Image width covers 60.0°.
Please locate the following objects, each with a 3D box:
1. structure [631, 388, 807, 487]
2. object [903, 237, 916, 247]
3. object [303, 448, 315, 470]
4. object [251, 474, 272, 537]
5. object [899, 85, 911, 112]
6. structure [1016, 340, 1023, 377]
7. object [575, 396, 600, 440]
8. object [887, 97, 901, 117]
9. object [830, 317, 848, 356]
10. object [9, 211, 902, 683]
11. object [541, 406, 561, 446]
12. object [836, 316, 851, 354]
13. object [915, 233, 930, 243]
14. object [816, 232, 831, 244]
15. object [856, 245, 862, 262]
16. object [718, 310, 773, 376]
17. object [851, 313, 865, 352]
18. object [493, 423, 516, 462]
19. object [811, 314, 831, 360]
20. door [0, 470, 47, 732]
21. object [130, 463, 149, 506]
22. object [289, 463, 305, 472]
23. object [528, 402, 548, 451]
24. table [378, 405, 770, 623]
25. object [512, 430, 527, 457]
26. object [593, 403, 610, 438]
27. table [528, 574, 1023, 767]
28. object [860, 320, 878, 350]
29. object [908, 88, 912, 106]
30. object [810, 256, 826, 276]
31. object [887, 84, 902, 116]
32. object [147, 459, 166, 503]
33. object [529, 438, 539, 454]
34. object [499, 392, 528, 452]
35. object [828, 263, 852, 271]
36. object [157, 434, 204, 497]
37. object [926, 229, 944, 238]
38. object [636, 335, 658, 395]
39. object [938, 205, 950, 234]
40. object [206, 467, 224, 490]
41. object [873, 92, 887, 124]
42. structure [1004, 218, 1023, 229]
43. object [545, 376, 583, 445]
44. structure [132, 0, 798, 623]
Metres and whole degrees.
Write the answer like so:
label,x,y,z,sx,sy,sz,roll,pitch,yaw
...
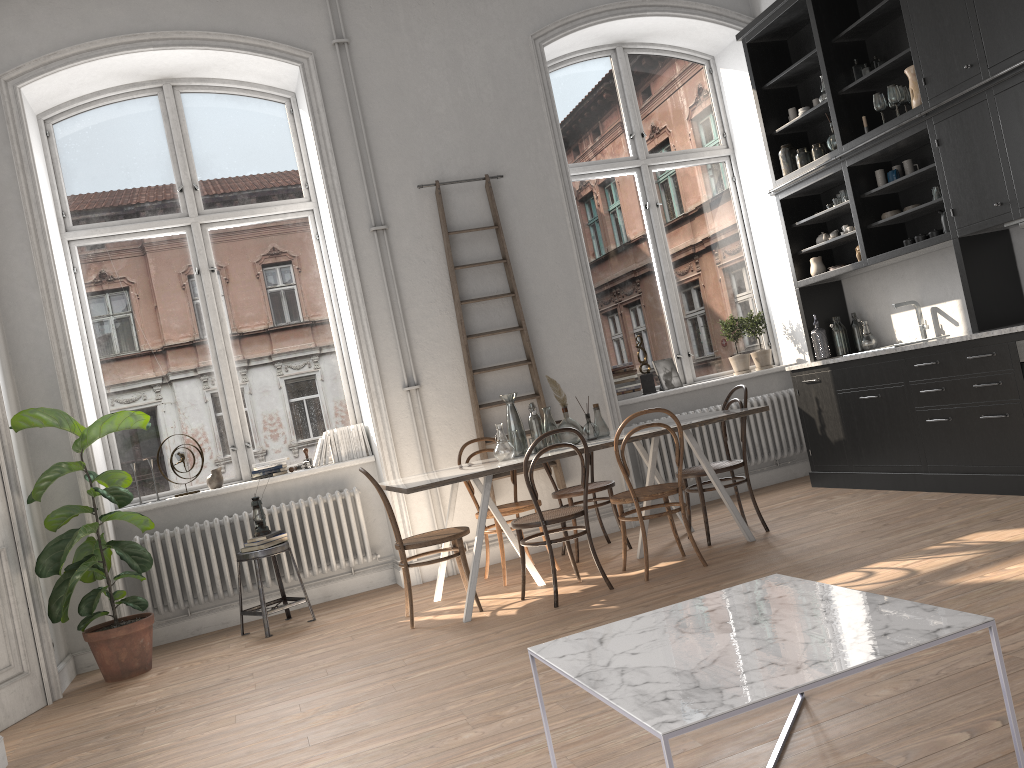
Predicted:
label,x,y,z,sx,sy,sz,roll,pitch,yaw
structure,1.668,0.449,7.202,1.576,0.552,0.194,-11,-1,-18
object,2.627,-0.937,5.848,0.088,0.059,0.104,-11,-2,-29
object,-1.463,0.531,6.338,0.088,0.153,0.048,-13,-1,42
object,-1.635,0.788,5.773,0.163,0.383,0.154,-11,-1,-44
object,2.551,-1.824,5.758,0.083,0.221,0.083,-11,-1,-19
structure,3.177,-0.007,4.651,0.618,0.623,0.622,-11,-1,-18
object,0.471,0.206,5.506,0.106,0.283,0.107,-11,-1,-23
object,2.527,-1.817,5.837,0.083,0.221,0.083,-11,-1,-26
object,2.491,-0.366,6.776,0.086,0.301,0.086,-11,-1,-32
object,-0.004,0.312,5.765,5.825,1.842,0.792,-11,-1,-13
object,0.238,0.269,5.516,0.098,0.255,0.100,-11,-1,-41
object,2.557,-0.378,6.880,0.086,0.301,0.086,-12,-1,-3
object,2.653,-0.945,5.738,0.088,0.059,0.104,-11,-2,-39
object,2.396,-1.116,6.813,0.140,0.100,0.125,-11,-2,-36
object,2.482,-0.927,6.303,0.070,0.123,0.173,-12,-1,14
object,1.991,-0.359,7.541,0.499,0.524,0.234,-11,-1,-28
object,2.648,-0.398,6.799,0.086,0.301,0.086,-12,-1,28
object,-0.055,0.341,5.209,0.132,0.219,0.132,-11,-1,-28
object,2.356,-0.364,6.802,0.108,0.349,0.109,-11,-1,-37
door,-2.891,0.380,4.372,0.216,2.814,1.097,-12,-1,7
object,-2.564,0.684,6.066,0.095,0.289,0.095,-12,-1,14
object,-1.549,0.602,6.364,0.088,0.048,0.153,-12,-1,22
object,0.149,0.261,5.413,0.086,0.301,0.086,-11,-1,-32
table,0.403,0.761,5.405,2.199,0.779,1.101,-11,-1,-18
object,0.033,0.358,5.368,0.083,0.158,0.083,-11,-1,-22
object,0.550,0.228,5.608,0.101,0.211,0.101,-12,-1,22
table,0.605,0.834,2.268,0.849,0.392,0.850,-11,-1,-18
object,2.674,-0.367,6.671,0.132,0.219,0.120,-11,-1,-18
object,2.653,-1.843,5.846,0.083,0.221,0.083,-12,-1,14
object,2.344,-0.897,6.795,0.127,0.144,0.116,-11,-1,-39
object,2.466,-1.808,5.697,0.083,0.221,0.083,-12,-1,29
object,-2.437,0.657,6.047,0.095,0.289,0.095,-12,-1,5
object,0.125,0.369,5.296,0.058,0.094,0.058,-12,-1,10
object,0.016,0.250,5.490,0.116,0.383,0.116,-12,-1,-6
object,2.467,-0.870,6.666,0.180,0.037,0.180,-11,-2,-33
object,-2.280,0.557,6.125,0.347,0.425,0.087,-12,-1,15
object,2.702,-0.958,5.649,0.104,0.059,0.088,-12,-1,-9
object,1.076,-0.157,7.238,0.122,0.488,0.102,-12,-1,7
object,2.748,-1.037,5.535,0.124,0.192,0.129,-12,-1,10
object,-2.070,0.658,6.177,0.100,0.142,0.102,-11,-2,-43
object,2.426,-1.796,5.821,0.083,0.221,0.083,-12,-1,14
structure,3.103,-0.990,4.715,0.379,0.123,0.844,-11,-1,-18
object,0.320,0.151,5.382,0.157,0.446,0.157,-12,-1,0
structure,-0.391,-0.929,6.601,5.179,4.473,0.340,-11,-1,-18
